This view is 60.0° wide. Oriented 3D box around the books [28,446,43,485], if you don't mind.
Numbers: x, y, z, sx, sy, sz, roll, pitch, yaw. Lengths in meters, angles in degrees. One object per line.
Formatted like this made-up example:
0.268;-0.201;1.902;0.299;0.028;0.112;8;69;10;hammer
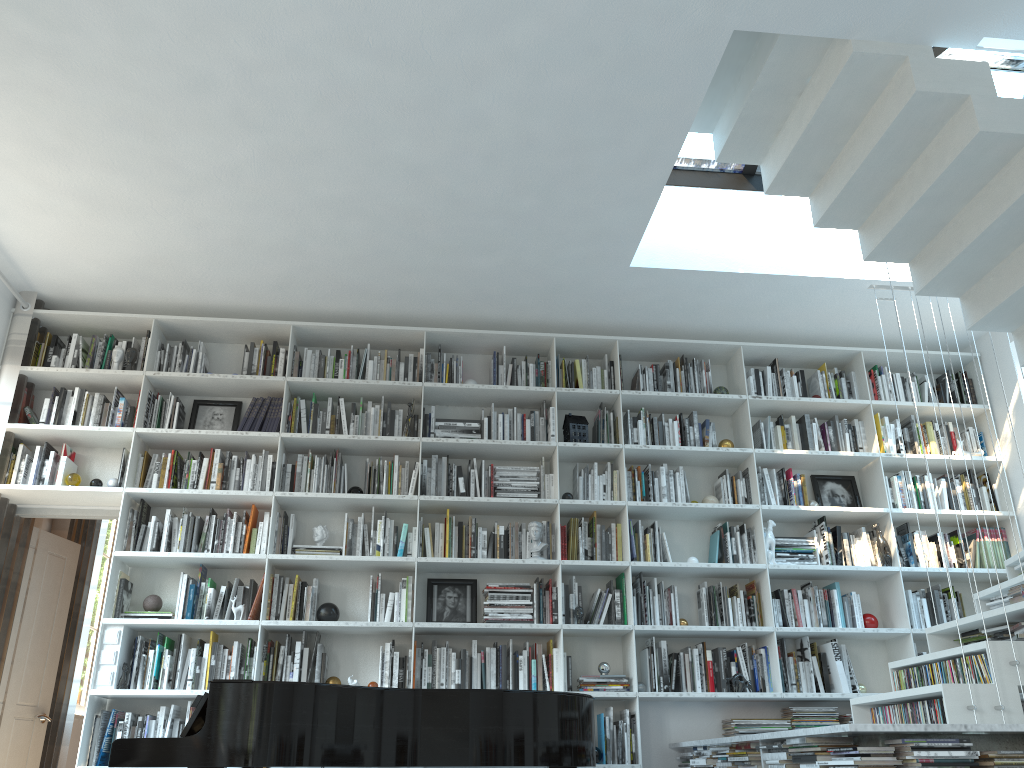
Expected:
-2.815;0.526;5.272;0.022;0.280;0.157;2;-23;-6;books

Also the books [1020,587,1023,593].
2.489;0.927;4.041;0.295;0.007;0.146;-10;-26;22;books

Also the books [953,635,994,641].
2.373;1.283;4.470;0.198;0.006;0.189;4;-24;-9;books

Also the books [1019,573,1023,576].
2.762;0.975;4.599;0.171;0.011;0.233;-2;-24;4;books

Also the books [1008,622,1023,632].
2.358;1.093;3.999;0.169;0.014;0.213;-6;-24;12;books

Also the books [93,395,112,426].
-2.508;0.212;5.430;0.030;0.250;0.166;2;-23;-6;books

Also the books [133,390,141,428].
-2.291;0.206;5.471;0.014;0.292;0.173;2;-23;-6;books

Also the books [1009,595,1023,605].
2.539;1.032;4.265;0.178;0.035;0.223;0;-24;-2;books

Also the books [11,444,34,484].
-2.903;0.519;5.256;0.023;0.280;0.171;2;-23;-6;books

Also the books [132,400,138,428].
-2.306;0.237;5.470;0.014;0.234;0.144;2;-23;-6;books

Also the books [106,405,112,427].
-2.453;0.249;5.449;0.029;0.197;0.144;2;-23;-6;books

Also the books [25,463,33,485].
-2.842;0.576;5.266;0.029;0.184;0.135;2;-23;-6;books

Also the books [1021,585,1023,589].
2.489;0.921;4.044;0.295;0.007;0.146;-12;-26;26;books

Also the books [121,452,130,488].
-2.300;0.559;5.337;0.044;0.267;0.134;2;-23;-6;books

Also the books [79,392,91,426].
-2.598;0.201;5.426;0.013;0.267;0.162;2;-23;-6;books

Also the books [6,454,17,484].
-2.934;0.545;5.241;0.013;0.221;0.163;2;-23;-6;books

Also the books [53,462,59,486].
-2.688;0.579;5.281;0.029;0.190;0.135;2;-23;-6;books

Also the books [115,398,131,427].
-2.378;0.225;5.435;0.029;0.228;0.192;2;-23;-6;books

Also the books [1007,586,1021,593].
2.538;0.992;4.298;0.166;0.017;0.191;1;-24;-3;books

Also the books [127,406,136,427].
-2.324;0.252;5.445;0.026;0.187;0.155;2;-23;-6;books

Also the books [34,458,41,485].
-2.793;0.565;5.277;0.023;0.213;0.141;2;-23;-6;books

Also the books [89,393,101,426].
-2.535;0.206;5.429;0.025;0.260;0.167;2;-23;-6;books

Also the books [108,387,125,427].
-2.431;0.192;5.450;0.012;0.302;0.190;2;-23;-6;books

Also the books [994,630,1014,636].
2.429;1.198;4.268;0.133;0.017;0.179;1;-24;-2;books

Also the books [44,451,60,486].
-2.709;0.540;5.250;0.021;0.236;0.189;2;-23;-6;books

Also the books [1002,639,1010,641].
2.405;1.242;4.246;0.184;0.013;0.226;3;-24;-8;books

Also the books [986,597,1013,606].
2.575;1.116;4.546;0.173;0.011;0.204;4;-24;-10;books

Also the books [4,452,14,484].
-2.947;0.542;5.240;0.013;0.227;0.180;2;-23;-6;books

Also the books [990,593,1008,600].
2.588;1.091;4.558;0.157;0.014;0.181;3;-24;-8;books

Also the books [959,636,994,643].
2.391;1.291;4.469;0.159;0.009;0.209;4;-24;-9;books

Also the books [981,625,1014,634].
2.405;1.182;4.271;0.177;0.014;0.194;4;-24;-11;books

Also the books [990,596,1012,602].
2.585;1.104;4.552;0.157;0.014;0.181;4;-24;-9;books

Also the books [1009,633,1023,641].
2.347;1.141;3.981;0.172;0.019;0.241;-8;-25;17;books

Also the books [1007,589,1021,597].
2.538;1.005;4.291;0.218;0.012;0.156;-4;-24;9;books

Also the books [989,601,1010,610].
2.591;1.129;4.542;0.149;0.016;0.241;3;-24;-8;books

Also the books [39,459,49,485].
-2.743;0.567;5.255;0.024;0.192;0.181;2;-23;-6;books

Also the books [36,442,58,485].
-2.760;0.513;5.261;0.013;0.295;0.188;2;-23;-6;books

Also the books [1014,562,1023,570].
2.759;0.935;4.617;0.190;0.015;0.231;-3;-24;7;books

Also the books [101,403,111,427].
-2.481;0.238;5.442;0.028;0.211;0.139;2;-23;-6;books

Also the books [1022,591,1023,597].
2.489;0.944;4.035;0.295;0.006;0.147;-12;-26;26;books

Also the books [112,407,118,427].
-2.411;0.254;5.443;0.031;0.182;0.152;2;-23;-6;books

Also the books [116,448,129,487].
-2.325;0.542;5.318;0.012;0.284;0.160;2;-23;-6;books

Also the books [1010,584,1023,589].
2.538;0.982;4.308;0.155;0.009;0.155;2;-24;-6;books

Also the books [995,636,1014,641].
2.418;1.230;4.252;0.149;0.013;0.220;0;-24;-1;books

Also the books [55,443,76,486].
-2.665;0.522;5.286;0.013;0.297;0.179;2;-23;-6;books

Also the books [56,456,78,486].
-2.642;0.558;5.259;0.029;0.210;0.188;2;-23;-6;books

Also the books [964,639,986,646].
2.398;1.305;4.463;0.140;0.022;0.182;5;-24;-12;books

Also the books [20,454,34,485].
-2.859;0.549;5.248;0.010;0.219;0.182;2;-23;-6;books

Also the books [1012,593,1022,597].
2.537;1.023;4.304;0.159;0.012;0.129;-4;-24;8;books

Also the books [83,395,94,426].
-2.570;0.214;5.424;0.021;0.243;0.174;2;-23;-6;books

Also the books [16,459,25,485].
-2.879;0.562;5.249;0.029;0.196;0.161;2;-23;-6;books

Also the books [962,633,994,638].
2.393;1.275;4.475;0.161;0.012;0.195;3;-24;-8;books

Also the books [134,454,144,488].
-2.232;0.565;5.333;0.012;0.253;0.161;2;-23;-6;books

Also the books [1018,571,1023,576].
2.764;0.960;4.605;0.168;0.005;0.293;-5;-24;11;books

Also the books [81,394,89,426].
-2.586;0.211;5.423;0.012;0.248;0.193;2;-23;-6;books

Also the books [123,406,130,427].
-2.352;0.253;5.457;0.029;0.195;0.147;2;-23;-6;books

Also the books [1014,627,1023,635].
2.369;1.111;3.988;0.141;0.028;0.223;-5;-24;12;books

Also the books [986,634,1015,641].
2.404;1.218;4.256;0.189;0.012;0.156;1;-24;-3;books

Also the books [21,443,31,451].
-2.924;0.518;5.279;0.013;0.301;0.135;2;-23;-6;books
